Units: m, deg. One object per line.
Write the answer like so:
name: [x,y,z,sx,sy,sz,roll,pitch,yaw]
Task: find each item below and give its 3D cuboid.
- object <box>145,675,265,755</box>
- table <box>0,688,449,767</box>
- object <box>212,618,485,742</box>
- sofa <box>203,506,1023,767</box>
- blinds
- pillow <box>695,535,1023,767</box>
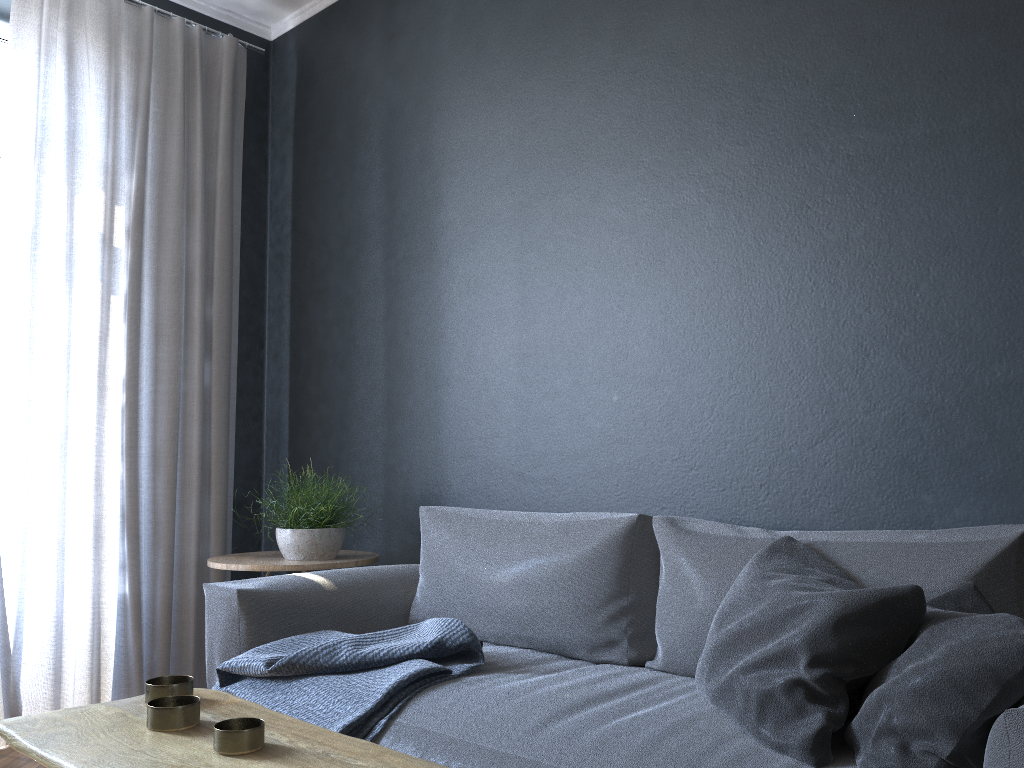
object: [-0.460,0.467,1.258,0.103,0.033,0.369,4,-7,-36]
table: [-0.378,0.743,1.122,0.788,0.549,0.340,-5,-7,43]
object: [-0.414,0.755,2.244,0.490,0.329,0.667,5,-8,-42]
sofa: [0.217,0.710,2.080,2.342,0.797,0.971,-6,-8,42]
blinds: [-2.505,-0.242,2.425,0.312,2.785,3.995,-5,-7,43]
pillow: [0.635,0.483,1.634,0.442,0.361,0.798,3,-6,-29]
